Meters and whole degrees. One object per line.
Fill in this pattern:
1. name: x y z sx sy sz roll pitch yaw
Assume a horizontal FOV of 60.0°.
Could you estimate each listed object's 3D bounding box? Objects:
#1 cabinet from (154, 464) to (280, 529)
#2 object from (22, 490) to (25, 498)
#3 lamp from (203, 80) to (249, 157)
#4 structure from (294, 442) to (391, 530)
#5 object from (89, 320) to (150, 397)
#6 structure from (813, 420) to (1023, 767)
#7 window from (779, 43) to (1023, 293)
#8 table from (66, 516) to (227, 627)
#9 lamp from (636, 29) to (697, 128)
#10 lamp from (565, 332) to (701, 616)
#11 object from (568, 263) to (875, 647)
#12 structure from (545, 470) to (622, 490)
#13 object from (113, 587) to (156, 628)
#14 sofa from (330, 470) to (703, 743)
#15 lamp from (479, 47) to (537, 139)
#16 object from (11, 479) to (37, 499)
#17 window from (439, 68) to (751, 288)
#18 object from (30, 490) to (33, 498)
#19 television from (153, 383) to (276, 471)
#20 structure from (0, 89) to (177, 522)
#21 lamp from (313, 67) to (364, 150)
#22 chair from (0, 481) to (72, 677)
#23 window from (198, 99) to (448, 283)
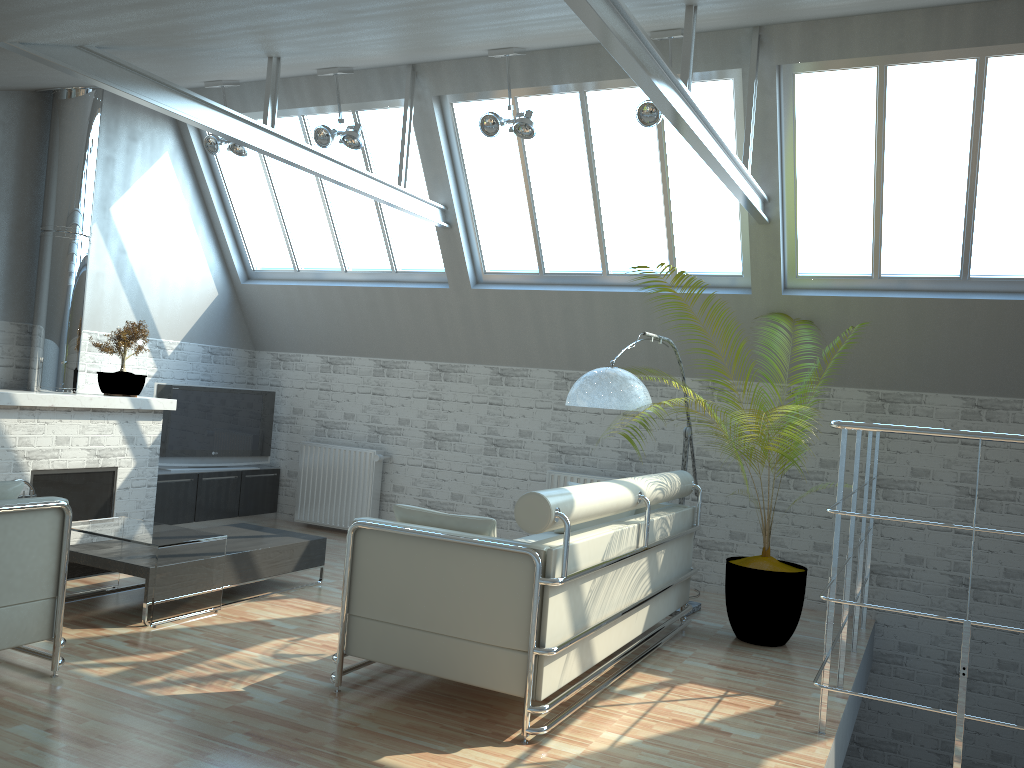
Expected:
1. cabinet: -5.713 2.054 16.240 0.908 1.016 3.234 4 -1 26
2. object: -6.644 1.869 12.006 0.025 0.855 0.025 5 -1 -42
3. lamp: -4.582 -4.254 14.111 0.808 1.172 0.619 4 -1 30
4. structure: -3.186 1.927 16.621 1.892 1.524 0.508 4 -1 26
5. object: -6.237 -0.443 14.051 0.572 1.265 1.115 4 -1 30
6. structure: 6.187 2.001 8.705 5.366 2.781 6.483 4 -1 26
7. window: 5.825 -2.667 11.201 4.651 2.787 1.897 4 -1 26
8. table: -4.350 2.120 10.267 1.726 0.867 1.015 4 -1 26
9. lamp: 1.935 -3.783 10.934 0.808 1.172 0.619 4 -1 30
10. lamp: 2.011 1.244 11.845 1.015 3.709 4.621 4 -1 32
11. object: 2.472 0.934 10.915 3.777 4.386 5.015 5 -1 1
12. structure: 1.421 2.260 14.375 1.892 1.524 0.508 4 -1 26
13. object: -5.828 1.181 10.684 4.859 2.558 1.528 4 -1 25
14. sofa: 0.407 1.947 9.727 2.199 1.999 4.866 4 -1 26
15. lamp: -0.064 -3.927 11.909 0.808 1.172 0.618 4 -1 30
16. object: -6.739 1.846 12.002 0.412 1.124 0.584 4 -1 26
17. window: 1.268 -2.996 13.423 4.651 2.787 1.897 4 -1 26
18. object: -6.595 1.884 12.109 0.155 0.873 0.026 4 -1 27
19. television: -5.515 0.801 16.313 0.592 1.514 2.577 4 -1 36
20. structure: -6.696 -1.160 13.376 1.309 7.180 3.302 4 -1 26
21. lamp: -2.599 -4.110 13.145 0.808 1.172 0.619 4 -1 30
22. chair: -5.443 1.439 7.475 2.507 2.001 2.201 4 -1 26
23. window: -3.289 -3.326 15.644 4.651 2.787 1.897 4 -1 26
